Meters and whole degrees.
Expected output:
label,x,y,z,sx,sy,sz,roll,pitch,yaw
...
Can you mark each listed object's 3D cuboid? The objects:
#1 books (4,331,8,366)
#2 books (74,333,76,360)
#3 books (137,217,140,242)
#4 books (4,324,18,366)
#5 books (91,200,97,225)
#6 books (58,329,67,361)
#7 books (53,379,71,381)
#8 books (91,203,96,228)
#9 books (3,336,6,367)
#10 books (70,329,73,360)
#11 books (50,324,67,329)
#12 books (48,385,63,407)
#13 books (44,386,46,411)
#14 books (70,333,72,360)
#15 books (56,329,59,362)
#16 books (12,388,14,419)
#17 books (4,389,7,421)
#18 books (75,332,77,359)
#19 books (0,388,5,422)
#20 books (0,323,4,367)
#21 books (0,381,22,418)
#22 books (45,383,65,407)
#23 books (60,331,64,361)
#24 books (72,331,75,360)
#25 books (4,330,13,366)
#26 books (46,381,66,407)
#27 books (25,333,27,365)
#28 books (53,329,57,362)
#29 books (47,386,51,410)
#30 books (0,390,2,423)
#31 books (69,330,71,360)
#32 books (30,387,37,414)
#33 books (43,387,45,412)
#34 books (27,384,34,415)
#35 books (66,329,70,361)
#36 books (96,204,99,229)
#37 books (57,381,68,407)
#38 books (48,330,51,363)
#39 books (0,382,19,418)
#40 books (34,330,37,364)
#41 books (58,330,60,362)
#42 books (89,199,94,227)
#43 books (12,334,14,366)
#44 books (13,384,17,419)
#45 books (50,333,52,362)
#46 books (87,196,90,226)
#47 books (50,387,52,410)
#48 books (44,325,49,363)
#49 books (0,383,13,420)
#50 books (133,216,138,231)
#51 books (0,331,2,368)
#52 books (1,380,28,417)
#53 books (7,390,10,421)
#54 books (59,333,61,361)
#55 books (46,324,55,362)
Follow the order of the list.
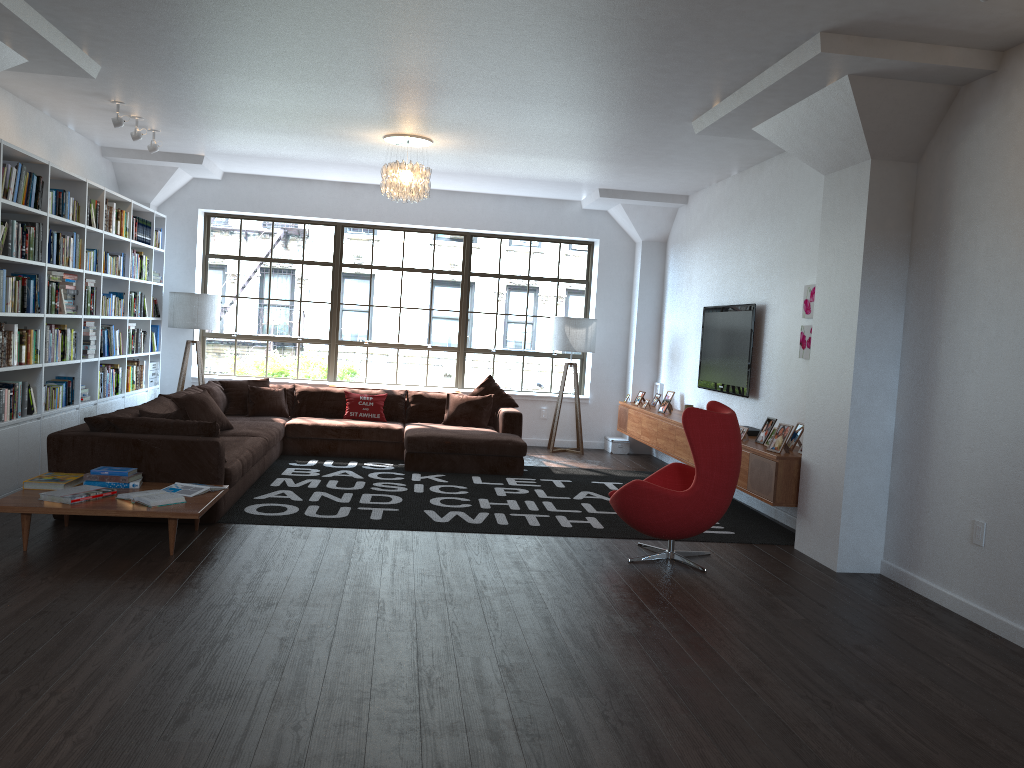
label,x,y,z,sx,sy,sz,roll,pitch,yaw
books,-3.561,-0.245,6.100,0.159,0.241,0.038,3,3,-7
books,-3.703,-0.317,7.355,0.161,0.223,0.026,3,3,-8
books,-3.849,-1.559,8.928,0.183,0.253,0.042,3,3,-7
books,-3.575,-0.278,6.227,0.176,0.290,0.053,3,3,-7
books,-3.693,-1.475,7.691,0.160,0.251,0.031,3,3,-7
books,-3.668,-0.315,7.102,0.183,0.253,0.034,3,3,-8
books,-3.743,0.068,7.361,0.144,0.207,0.048,3,3,-7
books,-3.674,-1.447,7.614,0.161,0.207,0.130,3,3,-8
books,-3.541,-0.224,6.060,0.144,0.207,0.048,3,3,-7
books,-3.704,-0.328,7.279,0.183,0.253,0.034,3,3,-8
books,-3.680,-0.336,7.134,0.176,0.290,0.036,3,3,-8
books,-3.698,0.097,7.156,0.128,0.178,0.021,3,3,-7
books,-3.665,0.109,6.827,0.136,0.196,0.045,3,3,-7
books,-3.693,-0.310,7.252,0.161,0.223,0.027,3,3,-8
books,-3.651,-0.305,6.942,0.183,0.253,0.034,3,3,-8
books,-3.595,0.134,6.230,0.161,0.223,0.033,3,3,-7
books,-3.578,0.141,6.126,0.161,0.223,0.033,3,3,-7
books,-3.718,-0.323,7.385,0.168,0.231,0.037,3,3,-8
books,-3.579,0.140,6.082,0.176,0.231,0.053,3,3,-7
books,-3.527,-0.266,6.012,0.140,0.298,0.044,3,3,-7
books,-3.611,0.109,6.343,0.180,0.259,0.042,3,3,-7
books,-3.703,0.088,7.184,0.139,0.191,0.036,3,3,-7
books,-3.675,-0.307,7.062,0.174,0.240,0.045,3,3,-8
books,-3.709,-0.324,7.319,0.174,0.240,0.045,3,3,-8
books,-3.563,-0.250,6.146,0.171,0.246,0.057,3,3,-7
books,-3.712,0.081,7.215,0.146,0.202,0.027,3,3,-7
books,-3.597,-0.259,6.400,0.168,0.231,0.037,3,3,-7
books,-3.650,-0.303,6.908,0.183,0.253,0.034,3,3,-8
books,-3.680,0.108,6.928,0.134,0.184,0.030,3,3,-7
books,-3.564,0.147,6.040,0.161,0.223,0.032,3,3,-7
books,-3.688,-0.322,7.226,0.160,0.250,0.026,3,3,-8
books,-3.628,0.121,6.577,0.161,0.207,0.135,3,3,-8
books,-3.657,0.114,6.787,0.139,0.191,0.036,3,3,-7
books,-3.628,0.110,6.519,0.174,0.236,0.142,3,3,-8
books,-3.686,-0.324,7.183,0.180,0.259,0.060,3,3,-8
books,-3.688,-1.463,7.724,0.161,0.223,0.032,3,3,-7
books,-3.707,0.079,7.243,0.146,0.202,0.027,3,3,-7
books,-3.632,-0.294,6.802,0.160,0.250,0.026,3,3,-8
books,-3.604,0.116,6.304,0.160,0.251,0.039,3,3,-7
books,-3.613,-0.280,6.574,0.160,0.250,0.026,3,3,-7
books,-3.659,-0.304,6.986,0.171,0.246,0.057,3,3,-8
books,-3.674,-1.458,7.558,0.174,0.236,0.136,3,3,-8
books,-3.569,-0.242,6.189,0.161,0.223,0.027,3,3,-7
books,-3.597,0.121,6.266,0.171,0.246,0.039,3,3,-7
books,-3.633,-0.282,6.828,0.161,0.223,0.026,3,3,-8
books,-3.662,-1.461,7.471,0.183,0.253,0.042,3,3,-7
books,-3.682,0.110,6.954,0.128,0.178,0.022,3,3,-7
books,-3.639,-0.309,6.754,0.198,0.284,0.066,3,3,-8
books,-3.591,0.120,6.192,0.183,0.253,0.042,3,3,-7
books,-3.850,-1.556,8.884,0.183,0.253,0.042,3,3,-7
books,-3.540,-0.239,5.961,0.189,0.247,0.057,3,3,-7
books,-3.616,0.106,6.430,0.183,0.253,0.042,3,3,-7
books,-3.578,0.148,6.159,0.161,0.223,0.030,3,3,-8
books,-3.663,-0.296,7.029,0.161,0.223,0.027,3,3,-8
books,-3.645,-0.319,6.864,0.176,0.290,0.053,3,3,-8
